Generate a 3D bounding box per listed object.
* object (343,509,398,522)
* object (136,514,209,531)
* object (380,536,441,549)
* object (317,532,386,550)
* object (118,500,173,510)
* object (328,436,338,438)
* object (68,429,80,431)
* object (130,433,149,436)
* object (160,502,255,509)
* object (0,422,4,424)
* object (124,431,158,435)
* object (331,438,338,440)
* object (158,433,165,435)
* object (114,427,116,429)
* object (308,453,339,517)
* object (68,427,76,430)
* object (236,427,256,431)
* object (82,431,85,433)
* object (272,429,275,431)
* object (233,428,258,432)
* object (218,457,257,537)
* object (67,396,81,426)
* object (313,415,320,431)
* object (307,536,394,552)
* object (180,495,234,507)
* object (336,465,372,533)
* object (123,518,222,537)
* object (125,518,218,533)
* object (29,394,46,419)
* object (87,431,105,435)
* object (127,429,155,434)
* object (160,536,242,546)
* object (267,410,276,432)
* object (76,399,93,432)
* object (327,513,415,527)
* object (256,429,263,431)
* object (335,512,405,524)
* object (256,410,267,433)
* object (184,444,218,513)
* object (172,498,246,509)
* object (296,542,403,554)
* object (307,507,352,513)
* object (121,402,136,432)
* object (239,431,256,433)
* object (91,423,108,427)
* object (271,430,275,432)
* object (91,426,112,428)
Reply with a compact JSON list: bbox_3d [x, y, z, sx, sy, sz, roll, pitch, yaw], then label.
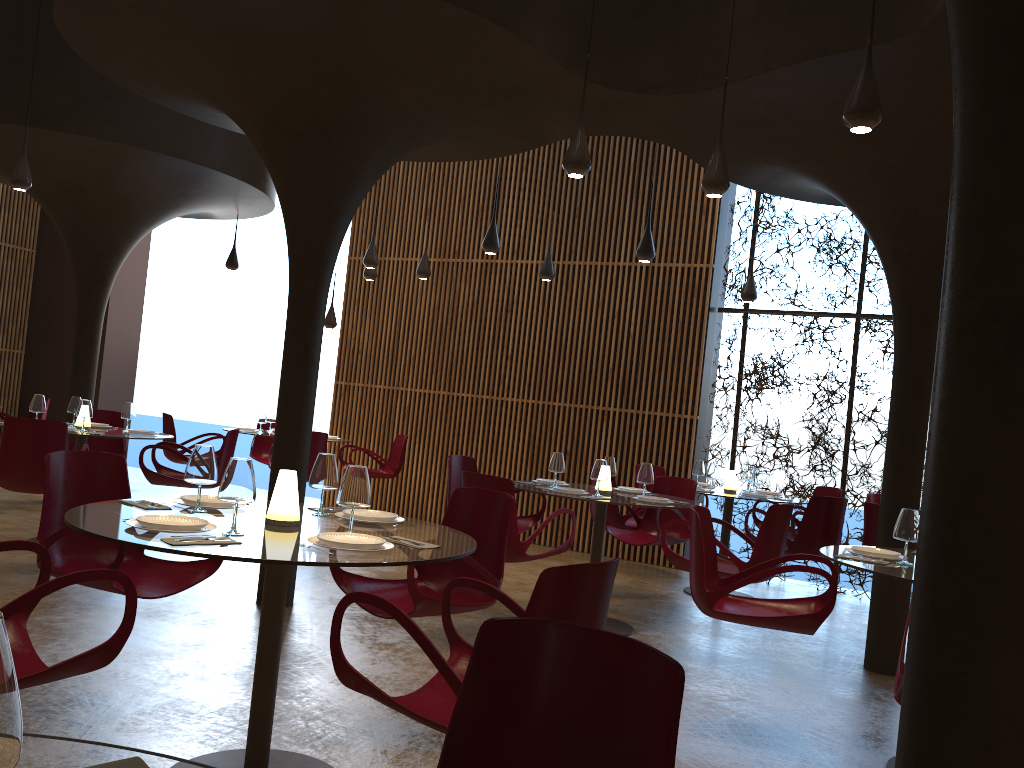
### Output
[{"bbox_3d":[-0.676,0.630,4.229,0.263,0.029,0.263,5,-2,33],"label":"object"},{"bbox_3d":[-1.298,0.533,3.390,0.263,0.029,0.263,5,-2,34],"label":"object"},{"bbox_3d":[-0.427,0.652,3.641,0.261,0.017,0.126,5,-3,37],"label":"object"},{"bbox_3d":[-0.619,0.606,3.410,0.263,0.029,0.263,5,-2,27],"label":"object"},{"bbox_3d":[-1.622,0.535,3.918,0.261,0.017,0.126,4,-3,41],"label":"object"},{"bbox_3d":[-2.490,0.719,12.021,0.263,0.029,0.263,5,-2,28],"label":"object"},{"bbox_3d":[-4.125,0.413,8.094,0.332,0.014,0.331,8,-3,-41],"label":"object"},{"bbox_3d":[-3.669,0.487,8.771,0.204,0.012,0.410,7,-2,-14],"label":"object"},{"bbox_3d":[-1.409,0.560,4.138,0.204,0.012,0.411,5,-3,37],"label":"object"},{"bbox_3d":[-4.662,0.366,8.194,0.262,0.017,0.126,6,-2,-6],"label":"object"},{"bbox_3d":[-3.671,0.486,8.775,0.331,0.014,0.332,4,-3,42],"label":"object"},{"bbox_3d":[-2.489,0.730,12.017,0.204,0.012,0.410,7,-2,-27],"label":"object"},{"bbox_3d":[-3.704,0.500,9.076,0.262,0.017,0.126,6,-2,-10],"label":"object"},{"bbox_3d":[-4.305,0.433,9.154,0.411,0.012,0.204,7,-2,-15],"label":"object"},{"bbox_3d":[-0.894,0.478,4.210,0.142,0.295,0.142,6,-1,-26],"label":"object"},{"bbox_3d":[-4.124,0.403,8.094,0.263,0.029,0.263,7,-2,-18],"label":"object"},{"bbox_3d":[-3.508,0.599,11.694,0.263,0.029,0.263,5,-2,20],"label":"object"},{"bbox_3d":[-4.129,0.413,8.092,0.411,0.012,0.204,7,-2,-20],"label":"object"},{"bbox_3d":[-3.224,0.654,12.381,0.263,0.029,0.263,7,-2,-27],"label":"object"},{"bbox_3d":[-3.509,0.608,11.694,0.331,0.014,0.332,5,-2,23],"label":"object"},{"bbox_3d":[-1.053,0.432,3.396,0.142,0.295,0.142,6,-1,0],"label":"object"},{"bbox_3d":[-4.415,0.275,8.955,0.142,0.295,0.142,6,-1,22],"label":"object"},{"bbox_3d":[-2.696,0.572,12.099,0.142,0.295,0.142,5,-1,43],"label":"object"},{"bbox_3d":[-0.620,0.616,3.410,0.331,0.014,0.332,6,-2,8],"label":"object"},{"bbox_3d":[-1.410,0.548,4.134,0.263,0.029,0.263,4,-3,44],"label":"object"},{"bbox_3d":[-0.649,0.483,3.640,0.142,0.295,0.142,7,-1,-32],"label":"object"},{"bbox_3d":[-1.303,0.544,3.393,0.410,0.012,0.205,4,-3,42],"label":"object"},{"bbox_3d":[-1.299,0.543,3.390,0.332,0.014,0.331,7,-2,-30],"label":"object"},{"bbox_3d":[-4.473,0.248,8.359,0.142,0.295,0.142,6,-1,-18],"label":"object"},{"bbox_3d":[-3.832,0.453,8.156,0.126,0.017,0.262,7,-2,-15],"label":"object"},{"bbox_3d":[-3.670,0.476,8.775,0.263,0.029,0.263,6,-2,-3],"label":"object"},{"bbox_3d":[-1.106,0.562,3.159,0.262,0.017,0.126,8,-3,-44],"label":"object"},{"bbox_3d":[-3.308,0.509,12.171,0.142,0.295,0.142,6,-1,27],"label":"object"},{"bbox_3d":[-4.005,0.295,8.303,0.142,0.295,0.142,5,-1,40],"label":"object"},{"bbox_3d":[-0.674,0.641,4.227,0.410,0.012,0.205,4,-3,38],"label":"object"},{"bbox_3d":[-3.518,0.637,12.308,0.126,0.017,0.262,7,-2,-17],"label":"object"},{"bbox_3d":[-0.677,0.639,4.229,0.332,0.014,0.331,8,-3,-38],"label":"object"},{"bbox_3d":[-3.282,0.492,11.603,0.142,0.295,0.142,7,-1,-42],"label":"object"},{"bbox_3d":[-1.370,0.416,3.903,0.142,0.295,0.142,6,-1,18],"label":"object"},{"bbox_3d":[-1.411,0.558,4.134,0.331,0.014,0.332,5,-2,16],"label":"object"},{"bbox_3d":[-0.622,0.617,3.406,0.204,0.012,0.411,5,-2,33],"label":"object"},{"bbox_3d":[-0.887,0.632,4.447,0.126,0.017,0.262,4,-3,43],"label":"object"},{"bbox_3d":[-3.851,0.333,8.903,0.142,0.295,0.142,6,-1,-22],"label":"object"},{"bbox_3d":[-3.429,0.614,11.403,0.262,0.017,0.126,7,-2,-19],"label":"object"},{"bbox_3d":[-4.308,0.422,9.153,0.263,0.029,0.263,6,-2,-1],"label":"object"},{"bbox_3d":[-3.225,0.664,12.381,0.331,0.014,0.332,5,-2,18],"label":"object"},{"bbox_3d":[-4.309,0.431,9.153,0.332,0.014,0.332,6,-2,-11],"label":"object"}]
